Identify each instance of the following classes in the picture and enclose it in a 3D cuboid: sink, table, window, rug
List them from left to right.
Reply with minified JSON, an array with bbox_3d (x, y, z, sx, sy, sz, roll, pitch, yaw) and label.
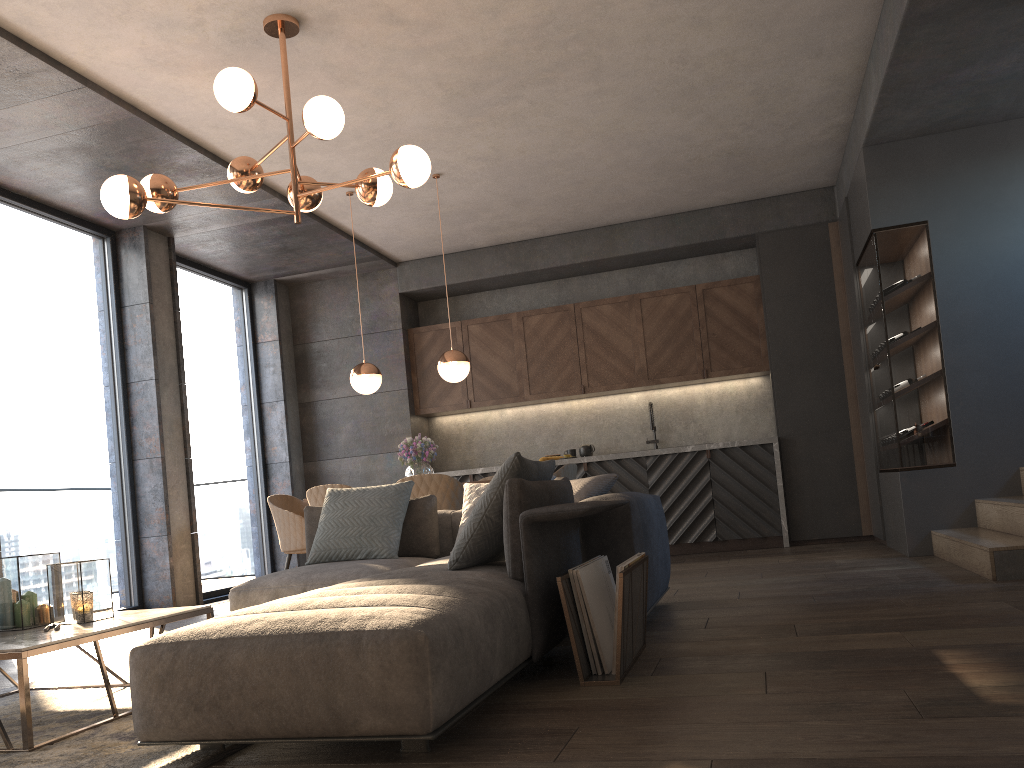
[{"bbox_3d":[-3.441,0.121,5.182,0.200,2.980,7.300,-6,-7,15],"label":"window"},{"bbox_3d":[-1.721,1.024,3.111,0.933,0.307,0.935,-7,-7,15],"label":"table"},{"bbox_3d":[-1.360,1.195,3.451,1.734,0.020,3.159,-7,-8,15],"label":"rug"},{"bbox_3d":[-0.647,1.149,6.456,1.470,0.765,0.772,-7,-5,15],"label":"table"},{"bbox_3d":[1.370,0.420,8.192,0.965,0.544,0.462,-7,-5,15],"label":"sink"}]

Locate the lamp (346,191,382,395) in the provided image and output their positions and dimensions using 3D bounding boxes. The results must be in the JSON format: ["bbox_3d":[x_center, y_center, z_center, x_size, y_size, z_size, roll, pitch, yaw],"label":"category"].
[{"bbox_3d":[-1.158,-0.685,6.660,0.240,1.537,0.239,-6,-3,21],"label":"lamp"}]

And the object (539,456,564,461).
[{"bbox_3d":[0.382,0.713,8.370,0.300,0.054,0.071,0,-7,-33],"label":"object"}]

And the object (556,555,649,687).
[{"bbox_3d":[0.353,0.818,3.130,0.216,0.349,0.670,-6,-7,15],"label":"object"}]

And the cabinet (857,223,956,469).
[{"bbox_3d":[2.787,-0.200,6.306,0.338,1.577,1.002,-6,-4,15],"label":"cabinet"}]

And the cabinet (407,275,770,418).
[{"bbox_3d":[0.670,-0.315,8.479,3.401,0.862,0.370,-7,-4,15],"label":"cabinet"}]

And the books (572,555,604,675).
[{"bbox_3d":[0.325,0.822,3.216,0.068,0.352,0.570,-6,-6,15],"label":"books"}]

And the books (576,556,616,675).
[{"bbox_3d":[0.342,0.821,3.209,0.079,0.351,0.570,-6,-6,15],"label":"books"}]

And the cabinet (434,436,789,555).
[{"bbox_3d":[0.781,1.167,8.304,3.401,0.946,0.602,-7,-4,15],"label":"cabinet"}]

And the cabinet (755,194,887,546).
[{"bbox_3d":[2.809,-0.047,7.442,1.190,2.742,1.206,-6,-3,15],"label":"cabinet"}]

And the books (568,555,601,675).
[{"bbox_3d":[0.311,0.824,3.223,0.062,0.353,0.570,-6,-6,15],"label":"books"}]

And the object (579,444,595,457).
[{"bbox_3d":[0.710,0.643,8.423,0.136,0.136,0.154,-4,-5,-12],"label":"object"}]

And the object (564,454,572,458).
[{"bbox_3d":[0.530,0.685,8.301,0.120,0.045,0.116,-8,-7,20],"label":"object"}]

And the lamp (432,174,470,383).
[{"bbox_3d":[-0.487,-0.774,6.474,0.239,1.537,0.240,-5,-3,-9],"label":"lamp"}]

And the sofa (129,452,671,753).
[{"bbox_3d":[-0.493,0.750,3.652,2.028,0.779,2.925,-7,-7,15],"label":"sofa"}]

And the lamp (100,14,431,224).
[{"bbox_3d":[-1.185,-1.240,4.392,1.462,1.033,1.023,-5,-5,-9],"label":"lamp"}]

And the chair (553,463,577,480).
[{"bbox_3d":[0.224,0.997,6.188,0.512,0.832,0.556,-7,-4,20],"label":"chair"}]

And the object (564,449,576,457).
[{"bbox_3d":[0.565,0.679,8.466,0.112,0.103,0.091,-1,-7,-42],"label":"object"}]

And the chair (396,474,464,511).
[{"bbox_3d":[-0.484,1.015,5.825,0.556,0.832,0.512,-6,-4,10],"label":"chair"}]

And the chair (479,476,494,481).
[{"bbox_3d":[-0.127,1.125,6.898,0.556,0.832,0.512,-6,-4,15],"label":"chair"}]

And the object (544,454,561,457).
[{"bbox_3d":[0.393,0.718,8.520,0.157,0.067,0.117,-5,-6,0],"label":"object"}]

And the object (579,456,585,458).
[{"bbox_3d":[0.489,0.713,8.355,0.490,0.040,0.286,-7,-8,10],"label":"object"}]

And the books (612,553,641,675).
[{"bbox_3d":[0.420,0.809,3.188,0.065,0.353,0.570,-6,-6,15],"label":"books"}]

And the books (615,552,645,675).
[{"bbox_3d":[0.430,0.807,3.177,0.065,0.353,0.570,-6,-6,15],"label":"books"}]

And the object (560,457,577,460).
[{"bbox_3d":[0.531,0.703,8.301,0.171,0.020,0.170,-12,-10,40],"label":"object"}]

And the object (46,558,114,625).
[{"bbox_3d":[-1.586,0.763,3.247,0.149,0.219,0.150,-7,-4,15],"label":"object"}]

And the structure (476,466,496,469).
[{"bbox_3d":[-0.056,0.808,8.558,0.612,0.017,0.507,-7,-8,15],"label":"structure"}]

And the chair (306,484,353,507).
[{"bbox_3d":[-1.072,1.092,5.984,0.557,0.832,0.511,-7,-4,25],"label":"chair"}]

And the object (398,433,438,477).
[{"bbox_3d":[-0.683,0.567,6.507,0.297,0.407,0.331,-4,-5,-14],"label":"object"}]

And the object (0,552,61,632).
[{"bbox_3d":[-1.805,0.762,3.239,0.200,0.259,0.197,-7,-4,15],"label":"object"}]

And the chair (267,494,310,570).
[{"bbox_3d":[-1.529,1.232,6.704,0.512,0.832,0.556,-7,-4,20],"label":"chair"}]

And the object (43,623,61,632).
[{"bbox_3d":[-1.593,0.844,3.065,0.046,0.012,0.183,-2,-8,-23],"label":"object"}]

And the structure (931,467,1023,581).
[{"bbox_3d":[3.571,0.195,4.780,2.265,1.416,1.513,-7,-5,15],"label":"structure"}]
